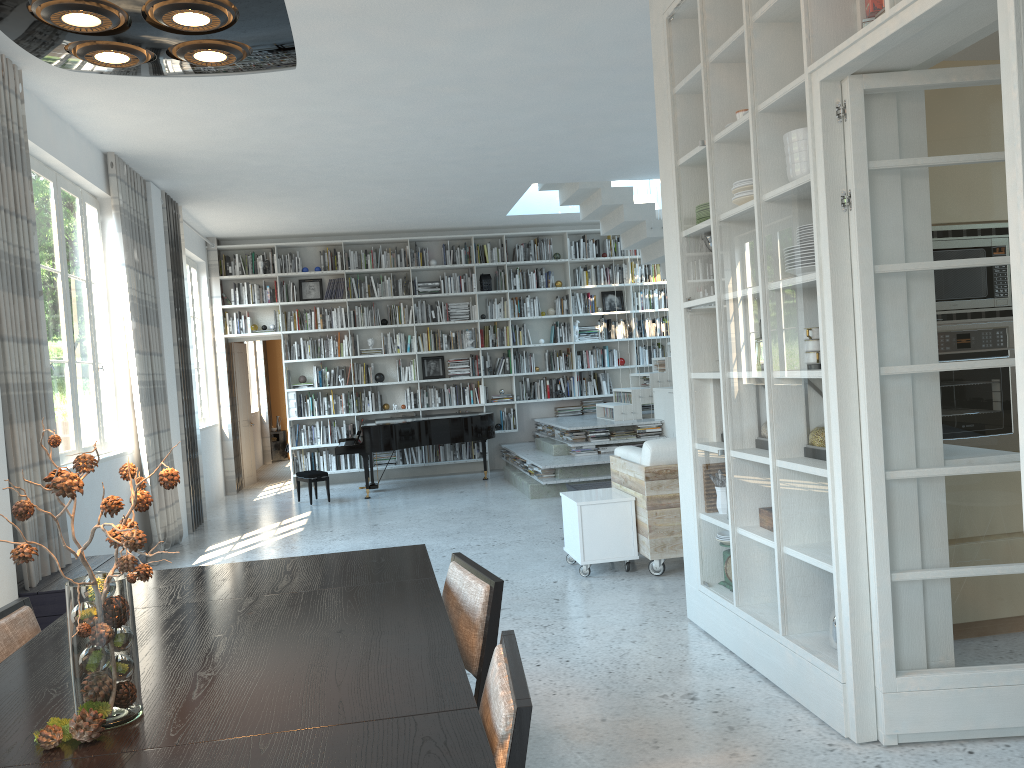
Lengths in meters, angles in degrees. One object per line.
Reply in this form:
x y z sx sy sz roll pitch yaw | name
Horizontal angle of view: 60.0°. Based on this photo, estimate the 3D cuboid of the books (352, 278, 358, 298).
-2.045 -1.235 11.558 0.067 0.274 0.168 -4 2 -9 | books

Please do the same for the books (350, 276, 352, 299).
-2.098 -1.248 11.565 0.014 0.309 0.130 -4 2 -9 | books

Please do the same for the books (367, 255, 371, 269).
-1.866 -1.579 11.579 0.030 0.201 0.152 -4 2 -9 | books

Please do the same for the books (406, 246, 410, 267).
-1.367 -1.658 11.642 0.026 0.288 0.176 -4 2 -9 | books

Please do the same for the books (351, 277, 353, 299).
-2.082 -1.238 11.545 0.010 0.287 0.148 -4 2 -9 | books

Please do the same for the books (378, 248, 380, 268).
-1.737 -1.624 11.584 0.052 0.273 0.172 -4 2 -9 | books

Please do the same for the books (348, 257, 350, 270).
-2.119 -1.552 11.544 0.024 0.183 0.133 -4 2 -9 | books

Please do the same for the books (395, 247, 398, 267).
-1.511 -1.646 11.625 0.013 0.285 0.159 -4 2 -9 | books

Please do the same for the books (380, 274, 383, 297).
-1.705 -1.275 11.603 0.012 0.308 0.145 -4 2 -9 | books

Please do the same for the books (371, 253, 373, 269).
-1.831 -1.588 11.573 0.011 0.216 0.160 -4 2 -9 | books

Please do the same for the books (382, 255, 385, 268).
-1.681 -1.586 11.599 0.031 0.190 0.181 -4 1 -9 | books

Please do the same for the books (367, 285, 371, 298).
-1.866 -1.200 11.588 0.034 0.180 0.160 -4 2 -9 | books

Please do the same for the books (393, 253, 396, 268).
-1.534 -1.601 11.605 0.026 0.200 0.187 -4 1 -9 | books

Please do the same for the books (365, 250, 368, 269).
-1.898 -1.610 11.582 0.028 0.268 0.151 -4 2 -9 | books

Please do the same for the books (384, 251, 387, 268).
-1.656 -1.611 11.612 0.026 0.236 0.134 -4 2 -9 | books

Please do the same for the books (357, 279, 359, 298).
-2.005 -1.230 11.557 0.011 0.260 0.157 -4 2 -9 | books

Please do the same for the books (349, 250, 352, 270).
-2.102 -1.601 11.555 0.021 0.279 0.140 -4 2 -9 | books

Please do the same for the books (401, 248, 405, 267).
-1.435 -1.640 11.650 0.029 0.261 0.151 -4 2 -9 | books

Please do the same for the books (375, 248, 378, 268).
-1.770 -1.623 11.581 0.013 0.276 0.164 -4 2 -9 | books

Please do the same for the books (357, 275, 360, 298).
-1.994 -1.258 11.549 0.012 0.315 0.171 -4 2 -9 | books

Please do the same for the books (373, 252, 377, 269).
-1.791 -1.601 11.594 0.029 0.235 0.130 -4 2 -9 | books

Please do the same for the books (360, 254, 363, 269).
-1.960 -1.575 11.554 0.014 0.207 0.166 -4 2 -9 | books

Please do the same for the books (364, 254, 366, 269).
-1.916 -1.583 11.581 0.012 0.216 0.150 -4 2 -9 | books

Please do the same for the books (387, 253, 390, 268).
-1.616 -1.603 11.628 0.029 0.213 0.141 -4 2 -9 | books

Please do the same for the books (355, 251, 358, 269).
-2.022 -1.593 11.547 0.023 0.251 0.170 -4 2 -9 | books

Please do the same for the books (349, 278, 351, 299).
-2.107 -1.235 11.543 0.013 0.283 0.158 -4 2 -9 | books

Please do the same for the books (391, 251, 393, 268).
-1.574 -1.613 11.613 0.021 0.229 0.161 -4 2 -9 | books

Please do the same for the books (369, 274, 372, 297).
-1.848 -1.269 11.598 0.013 0.315 0.135 -4 2 -9 | books

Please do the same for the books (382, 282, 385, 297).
-1.688 -1.229 11.633 0.024 0.212 0.128 -4 2 -9 | books

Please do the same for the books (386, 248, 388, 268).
-1.637 -1.629 11.615 0.014 0.269 0.156 -4 2 -9 | books

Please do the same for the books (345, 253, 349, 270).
-2.145 -1.577 11.524 0.029 0.237 0.156 -4 2 -9 | books

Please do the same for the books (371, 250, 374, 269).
-1.820 -1.607 11.575 0.013 0.251 0.183 -4 2 -9 | books

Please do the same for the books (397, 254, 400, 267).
-1.485 -1.597 11.624 0.031 0.185 0.176 -4 1 -9 | books

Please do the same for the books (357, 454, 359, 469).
-2.010 0.981 11.574 0.017 0.233 0.212 -4 2 -9 | books

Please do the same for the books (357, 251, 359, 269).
-2.003 -1.593 11.546 0.012 0.250 0.174 -4 2 -9 | books

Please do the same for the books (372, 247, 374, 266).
-1.811 -1.632 11.578 0.010 0.299 0.151 -4 2 -9 | books

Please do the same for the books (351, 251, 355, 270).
-2.072 -1.591 11.541 0.031 0.255 0.145 -4 2 -9 | books

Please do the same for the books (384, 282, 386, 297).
-1.667 -1.228 11.609 0.010 0.208 0.173 -4 2 -9 | books

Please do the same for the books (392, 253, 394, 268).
-1.554 -1.603 11.604 0.013 0.207 0.178 -4 2 -9 | books

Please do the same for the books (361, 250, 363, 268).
-1.950 -1.604 11.557 0.010 0.264 0.160 -4 2 -9 | books

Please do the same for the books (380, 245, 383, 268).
-1.709 -1.647 11.602 0.014 0.315 0.166 -4 2 -9 | books

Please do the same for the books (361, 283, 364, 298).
-1.945 -1.205 11.573 0.024 0.201 0.153 -4 2 -9 | books

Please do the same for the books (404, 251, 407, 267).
-1.404 -1.623 11.634 0.026 0.225 0.172 -4 2 -9 | books

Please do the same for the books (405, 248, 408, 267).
-1.387 -1.646 11.644 0.014 0.267 0.171 -4 2 -9 | books

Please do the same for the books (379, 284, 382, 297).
-1.720 -1.210 11.602 0.028 0.180 0.168 -4 1 -9 | books

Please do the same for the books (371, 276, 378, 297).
-1.800 -1.257 11.580 0.075 0.285 0.178 -4 2 -9 | books

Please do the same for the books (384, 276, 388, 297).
-1.654 -1.269 11.624 0.026 0.286 0.137 -4 2 -9 | books

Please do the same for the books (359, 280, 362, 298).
-1.971 -1.223 11.555 0.031 0.242 0.181 -4 2 -9 | books

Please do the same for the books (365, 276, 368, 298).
-1.896 -1.255 11.572 0.023 0.293 0.155 -4 2 -9 | books

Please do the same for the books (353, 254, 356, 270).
-2.043 -1.575 11.541 0.023 0.220 0.181 -4 2 -9 | books

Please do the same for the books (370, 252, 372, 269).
-1.845 -1.597 11.578 0.013 0.234 0.154 -4 2 -9 | books

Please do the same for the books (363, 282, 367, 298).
-1.919 -1.216 11.570 0.029 0.219 0.157 -4 2 -9 | books

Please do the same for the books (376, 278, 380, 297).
-1.751 -1.251 11.603 0.027 0.265 0.168 -4 2 -9 | books

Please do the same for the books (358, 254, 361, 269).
-1.980 -1.574 11.538 0.029 0.208 0.178 -4 2 -9 | books

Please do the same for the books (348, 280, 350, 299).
-2.122 -1.220 11.526 0.023 0.256 0.174 -4 2 -9 | books

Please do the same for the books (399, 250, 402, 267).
-1.461 -1.626 11.638 0.026 0.237 0.149 -4 2 -9 | books

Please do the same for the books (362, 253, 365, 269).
-1.936 -1.591 11.586 0.025 0.235 0.129 -4 2 -9 | books

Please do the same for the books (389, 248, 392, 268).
-1.592 -1.631 11.603 0.014 0.266 0.192 -4 2 -9 | books
